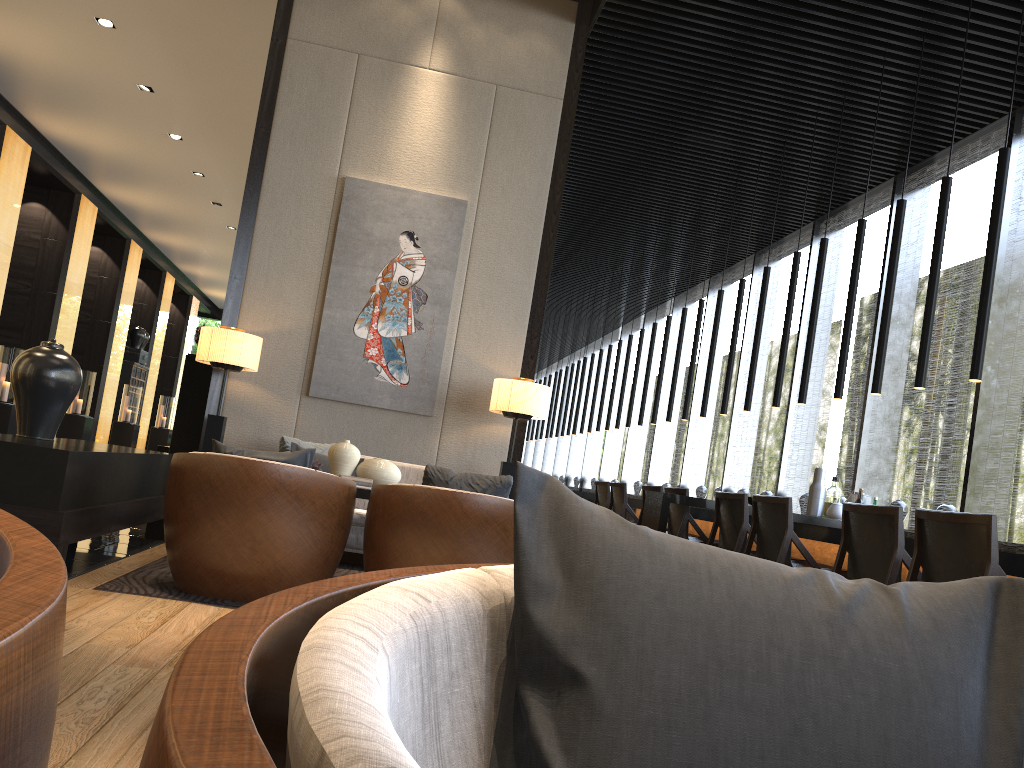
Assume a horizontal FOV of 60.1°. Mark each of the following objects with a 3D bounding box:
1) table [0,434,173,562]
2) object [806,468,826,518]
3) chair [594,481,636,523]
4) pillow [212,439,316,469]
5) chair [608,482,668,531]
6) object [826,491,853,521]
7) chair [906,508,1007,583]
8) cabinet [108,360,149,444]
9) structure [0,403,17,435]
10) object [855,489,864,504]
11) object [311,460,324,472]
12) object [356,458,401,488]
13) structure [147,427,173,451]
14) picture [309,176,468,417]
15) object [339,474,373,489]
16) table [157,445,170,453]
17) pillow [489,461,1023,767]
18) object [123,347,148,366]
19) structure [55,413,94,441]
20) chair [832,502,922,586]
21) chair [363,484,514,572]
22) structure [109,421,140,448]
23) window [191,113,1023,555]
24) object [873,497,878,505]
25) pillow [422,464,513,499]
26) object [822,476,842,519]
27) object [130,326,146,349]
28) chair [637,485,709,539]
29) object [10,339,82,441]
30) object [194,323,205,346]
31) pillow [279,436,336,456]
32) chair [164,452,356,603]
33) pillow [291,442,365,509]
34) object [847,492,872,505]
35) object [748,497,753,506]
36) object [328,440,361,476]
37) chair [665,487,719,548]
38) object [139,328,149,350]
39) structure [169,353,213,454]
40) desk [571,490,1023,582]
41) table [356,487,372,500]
[{"bbox_3d":[-2.202,0.551,4.380,0.621,0.511,1.966,10,-6,-8],"label":"table"},{"bbox_3d":[2.149,0.763,6.231,0.113,0.343,0.113,10,-3,-13],"label":"object"},{"bbox_3d":[1.018,1.393,8.704,0.564,0.824,0.527,10,-4,-8],"label":"chair"},{"bbox_3d":[-1.054,0.401,3.684,0.441,0.337,0.205,9,-4,-1],"label":"pillow"},{"bbox_3d":[1.106,1.343,8.136,0.564,0.824,0.527,10,-4,-8],"label":"chair"},{"bbox_3d":[2.255,0.831,6.120,0.136,0.217,0.136,10,-4,-21],"label":"object"},{"bbox_3d":[1.833,0.930,3.429,0.564,0.824,0.527,10,-4,-8],"label":"chair"},{"bbox_3d":[-8.312,0.499,18.816,0.548,1.916,1.190,9,-4,-8],"label":"cabinet"},{"bbox_3d":[-6.712,0.573,11.561,0.403,0.656,0.403,10,-4,-8],"label":"structure"},{"bbox_3d":[2.409,0.849,6.148,0.067,0.237,0.067,10,-3,-15],"label":"object"},{"bbox_3d":[-1.071,0.458,4.787,0.091,0.111,0.092,5,-6,44],"label":"object"},{"bbox_3d":[-0.724,0.490,4.807,0.245,0.167,0.246,9,-5,-5],"label":"object"},{"bbox_3d":[-8.057,1.337,20.264,0.403,0.656,0.403,10,-4,-8],"label":"structure"},{"bbox_3d":[-0.826,-0.588,5.983,0.836,1.497,0.037,10,-3,-8],"label":"picture"},{"bbox_3d":[-0.812,0.508,4.594,0.174,0.051,0.138,10,-6,-12],"label":"object"},{"bbox_3d":[-2.793,0.886,8.201,0.621,0.511,1.966,10,-6,-8],"label":"table"},{"bbox_3d":[0.186,0.260,0.687,0.441,0.337,0.205,9,-4,-1],"label":"pillow"},{"bbox_3d":[-8.033,-0.580,18.917,0.366,0.314,0.607,10,-6,-8],"label":"object"},{"bbox_3d":[-7.160,0.828,14.462,0.403,0.656,0.403,10,-4,-8],"label":"structure"},{"bbox_3d":[1.745,0.980,3.997,0.564,0.824,0.527,10,-4,-8],"label":"chair"},{"bbox_3d":[-0.266,0.766,3.917,0.805,0.602,0.607,10,-5,-8],"label":"chair"},{"bbox_3d":[-7.609,1.082,17.363,0.403,0.656,0.403,10,-4,-8],"label":"structure"},{"bbox_3d":[-2.955,-0.707,10.963,12.069,4.212,31.976,10,-6,-8],"label":"window"},{"bbox_3d":[2.504,0.881,6.122,0.056,0.196,0.056,9,-3,-6],"label":"object"},{"bbox_3d":[-0.216,0.543,3.812,0.399,0.361,0.222,10,-4,-8],"label":"pillow"},{"bbox_3d":[2.285,0.812,6.295,0.129,0.304,0.129,10,-4,-22],"label":"object"},{"bbox_3d":[-7.954,-0.994,18.781,0.313,0.491,0.311,12,-5,-34],"label":"object"},{"bbox_3d":[1.261,1.255,7.135,0.564,0.824,0.527,10,-4,-8],"label":"chair"},{"bbox_3d":[-2.278,0.022,4.315,0.311,0.491,0.313,8,-4,11],"label":"object"},{"bbox_3d":[-2.199,-0.309,6.383,0.176,0.245,0.116,10,-4,-8],"label":"object"},{"bbox_3d":[-1.282,0.547,5.607,0.435,0.398,0.200,12,-5,-30],"label":"pillow"},{"bbox_3d":[-1.102,0.621,3.792,0.805,0.602,0.607,10,-5,-8],"label":"chair"},{"bbox_3d":[-1.163,0.571,5.468,0.472,0.360,0.219,10,-4,-12],"label":"pillow"},{"bbox_3d":[2.449,0.877,6.266,0.169,0.218,0.169,10,-4,-13],"label":"object"},{"bbox_3d":[1.687,0.825,6.140,0.227,0.067,0.228,10,-6,-6],"label":"object"},{"bbox_3d":[-0.901,0.415,4.724,0.170,0.235,0.172,7,-5,27],"label":"object"},{"bbox_3d":[1.348,1.205,6.567,0.564,0.824,0.527,10,-4,-8],"label":"chair"},{"bbox_3d":[-8.005,-0.966,19.109,0.313,0.491,0.311,11,-4,-27],"label":"object"},{"bbox_3d":[-2.292,0.408,6.345,0.240,1.214,0.240,9,-3,-8],"label":"structure"},{"bbox_3d":[1.031,1.682,10.990,1.782,0.757,28.815,10,-6,-8],"label":"desk"},{"bbox_3d":[-0.869,0.802,4.724,1.043,0.515,0.577,10,-5,-8],"label":"table"}]
